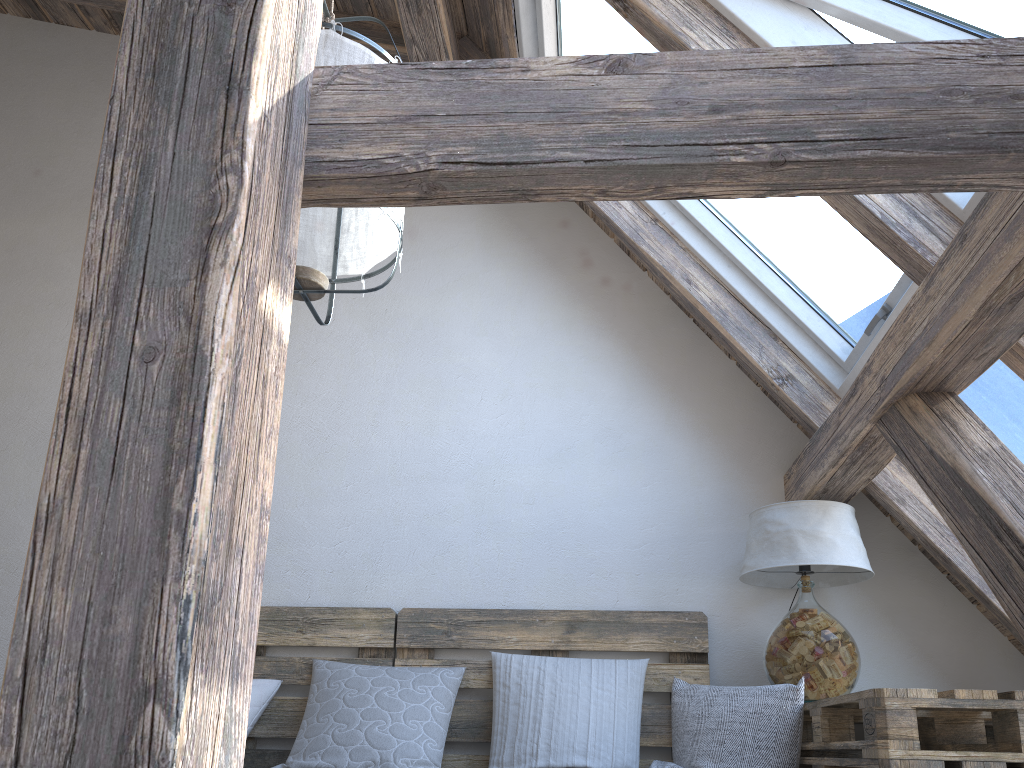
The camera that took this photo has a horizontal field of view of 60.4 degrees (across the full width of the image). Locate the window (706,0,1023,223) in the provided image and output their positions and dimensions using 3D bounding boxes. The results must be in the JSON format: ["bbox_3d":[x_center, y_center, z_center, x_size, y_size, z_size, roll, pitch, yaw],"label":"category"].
[{"bbox_3d":[0.504,-1.076,1.596,1.350,1.230,0.888,0,-19,5],"label":"window"}]

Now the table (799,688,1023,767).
[{"bbox_3d":[1.109,1.144,2.157,0.675,0.676,1.056,0,-21,5],"label":"table"}]

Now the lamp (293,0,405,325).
[{"bbox_3d":[-0.419,-0.887,2.022,0.415,1.462,0.407,17,-23,-41],"label":"lamp"}]

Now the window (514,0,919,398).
[{"bbox_3d":[0.534,-0.708,2.480,1.096,1.230,0.888,0,-19,5],"label":"window"}]

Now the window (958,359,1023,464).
[{"bbox_3d":[1.497,0.381,2.065,1.096,1.230,0.888,0,-19,5],"label":"window"}]

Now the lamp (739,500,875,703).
[{"bbox_3d":[0.843,1.078,2.752,0.390,1.237,0.853,4,-19,-8],"label":"lamp"}]

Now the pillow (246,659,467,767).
[{"bbox_3d":[-0.726,0.998,2.673,1.129,0.342,0.364,-1,-20,5],"label":"pillow"}]

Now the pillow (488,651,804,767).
[{"bbox_3d":[0.373,0.986,2.613,0.972,0.385,0.400,-7,-21,21],"label":"pillow"}]
